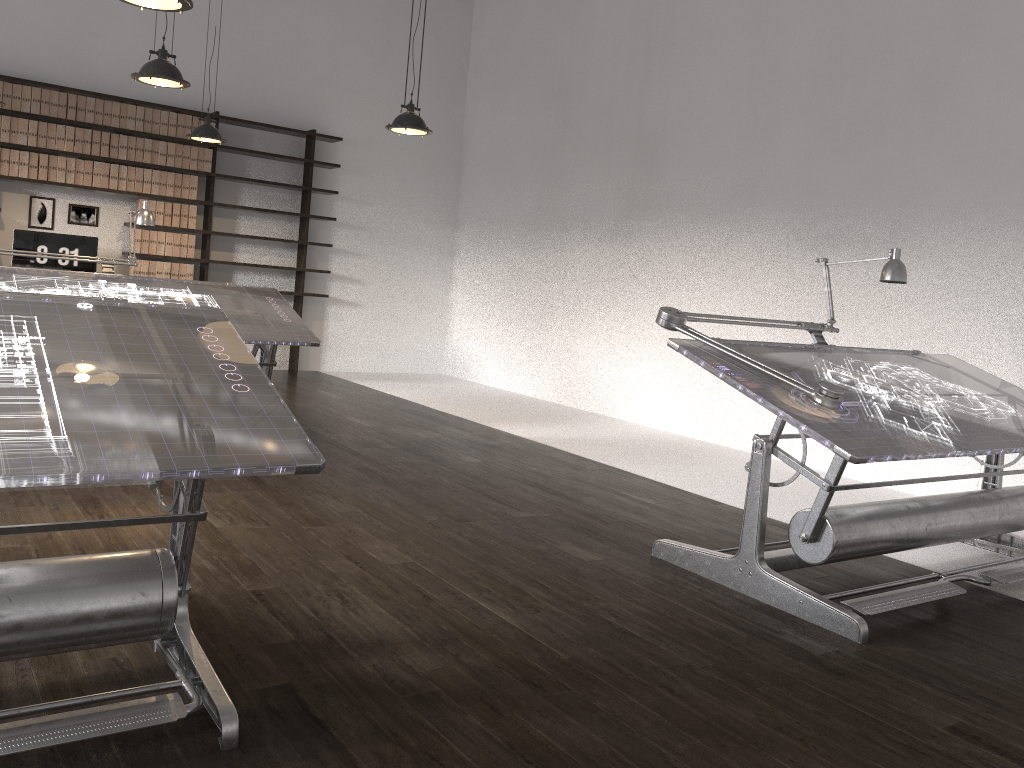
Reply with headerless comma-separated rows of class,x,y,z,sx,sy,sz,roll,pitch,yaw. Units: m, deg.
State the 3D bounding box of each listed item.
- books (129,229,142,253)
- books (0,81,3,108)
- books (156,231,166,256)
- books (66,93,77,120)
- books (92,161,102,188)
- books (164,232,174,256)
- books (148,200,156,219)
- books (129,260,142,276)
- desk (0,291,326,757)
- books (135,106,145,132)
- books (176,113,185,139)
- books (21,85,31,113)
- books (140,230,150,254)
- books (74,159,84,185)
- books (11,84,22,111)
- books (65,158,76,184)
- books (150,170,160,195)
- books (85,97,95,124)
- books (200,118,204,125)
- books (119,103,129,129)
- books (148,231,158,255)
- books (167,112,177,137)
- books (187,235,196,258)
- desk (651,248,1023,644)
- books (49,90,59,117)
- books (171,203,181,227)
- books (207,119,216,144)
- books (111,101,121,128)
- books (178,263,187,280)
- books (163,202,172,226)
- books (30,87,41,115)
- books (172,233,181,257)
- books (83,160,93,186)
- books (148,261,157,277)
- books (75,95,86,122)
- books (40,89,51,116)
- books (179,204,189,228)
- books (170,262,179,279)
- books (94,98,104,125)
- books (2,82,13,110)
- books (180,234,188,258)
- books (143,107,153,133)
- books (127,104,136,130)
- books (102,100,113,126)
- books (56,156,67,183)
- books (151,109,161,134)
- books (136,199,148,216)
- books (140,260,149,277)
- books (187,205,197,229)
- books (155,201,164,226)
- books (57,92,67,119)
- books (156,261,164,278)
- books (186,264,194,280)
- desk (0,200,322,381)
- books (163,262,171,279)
books,-3.461,-1.309,8.133,0.067,0.225,0.175,3,5,-35
books,-4.311,-2.413,7.411,0.067,0.225,0.175,3,5,-35
books,-3.290,-1.307,8.254,0.066,0.225,0.175,3,5,-35
books,-3.855,-2.406,7.729,0.067,0.225,0.175,3,5,-35
books,-3.711,-1.862,7.897,0.066,0.225,0.175,3,5,-35
books,-3.228,-1.306,8.293,0.066,0.225,0.175,3,5,-35
books,-3.350,-1.581,8.184,0.066,0.225,0.175,3,5,-35
books,-3.475,-1.035,8.161,0.066,0.225,0.175,3,5,-35
desk,-1.555,0.024,1.824,2.067,1.382,1.081,2,6,-35
books,-3.398,-2.399,8.049,0.067,0.225,0.175,3,5,-35
books,-3.107,-2.394,8.250,0.067,0.225,0.175,3,5,-35
books,-4.141,-2.411,7.532,0.066,0.225,0.175,3,5,-35
books,-3.405,-1.309,8.176,0.066,0.225,0.175,3,5,-35
books,-3.831,-1.864,7.817,0.066,0.225,0.175,3,5,-35
books,-4.200,-2.412,7.496,0.066,0.225,0.175,3,5,-35
books,-3.886,-1.865,7.774,0.066,0.225,0.175,3,5,-35
books,-3.309,-1.856,8.177,0.066,0.225,0.175,3,5,-35
books,-3.735,-2.404,7.814,0.066,0.225,0.175,3,5,-35
books,-2.941,-2.393,8.375,0.066,0.225,0.175,3,5,-35
books,-3.511,-2.401,7.974,0.066,0.225,0.175,3,5,-35
books,-3.349,-1.308,8.218,0.066,0.225,0.175,3,5,-35
books,-3.166,-2.395,8.209,0.066,0.225,0.175,3,5,-35
books,-3.068,-1.304,8.412,0.066,0.225,0.175,3,5,-35
desk,1.613,0.100,3.779,2.067,1.382,1.081,2,6,-35
books,-3.971,-2.408,7.652,0.066,0.225,0.175,3,5,-35
books,-3.169,-1.578,8.304,0.067,0.225,0.175,3,5,-35
books,-2.881,-2.391,8.412,0.066,0.225,0.175,3,5,-35
books,-3.563,-2.401,7.932,0.067,0.225,0.175,3,5,-35
books,-3.145,-1.030,8.392,0.066,0.225,0.175,3,5,-35
books,-3.234,-1.580,8.266,0.066,0.225,0.175,3,5,-35
books,-4.079,-2.409,7.571,0.066,0.225,0.175,3,5,-35
books,-3.174,-1.305,8.331,0.067,0.225,0.175,3,5,-35
books,-3.773,-1.863,7.855,0.066,0.225,0.175,3,5,-35
books,-3.364,-1.033,8.236,0.066,0.225,0.175,3,5,-35
books,-3.796,-2.406,7.777,0.066,0.225,0.175,3,5,-35
books,-4.020,-2.408,7.612,0.067,0.225,0.175,3,5,-35
books,-3.112,-1.578,8.351,0.066,0.225,0.175,3,5,-35
books,-3.201,-1.031,8.351,0.066,0.225,0.175,3,5,-35
books,-3.680,-2.404,7.858,0.066,0.225,0.175,3,5,-35
books,-4.256,-2.413,7.454,0.066,0.225,0.175,3,5,-35
books,-3.125,-1.305,8.371,0.066,0.225,0.175,3,5,-35
books,-3.343,-2.399,8.092,0.066,0.225,0.175,3,5,-35
books,-3.459,-2.400,8.009,0.066,0.225,0.175,3,5,-35
books,-3.622,-2.403,7.898,0.066,0.225,0.175,3,5,-35
books,-3.944,-1.865,7.729,0.066,0.225,0.175,3,5,-35
books,-3.287,-2.398,8.133,0.066,0.225,0.175,3,5,-35
books,-3.408,-1.582,8.143,0.066,0.225,0.175,3,5,-35
books,-3.416,-1.033,8.195,0.067,0.225,0.175,3,5,-35
books,-3.048,-1.577,8.392,0.066,0.225,0.175,3,5,-35
books,-3.289,-1.580,8.221,0.066,0.225,0.175,3,5,-35
books,-3.918,-2.408,7.692,0.066,0.225,0.175,3,5,-35
books,-3.312,-1.032,8.271,0.066,0.225,0.175,3,5,-35
books,-3.088,-1.028,8.424,0.067,0.225,0.175,3,5,-35
desk,-2.286,-0.400,5.182,2.067,1.382,1.081,2,6,-35
books,-3.256,-1.031,8.308,0.067,0.225,0.175,3,5,-35
